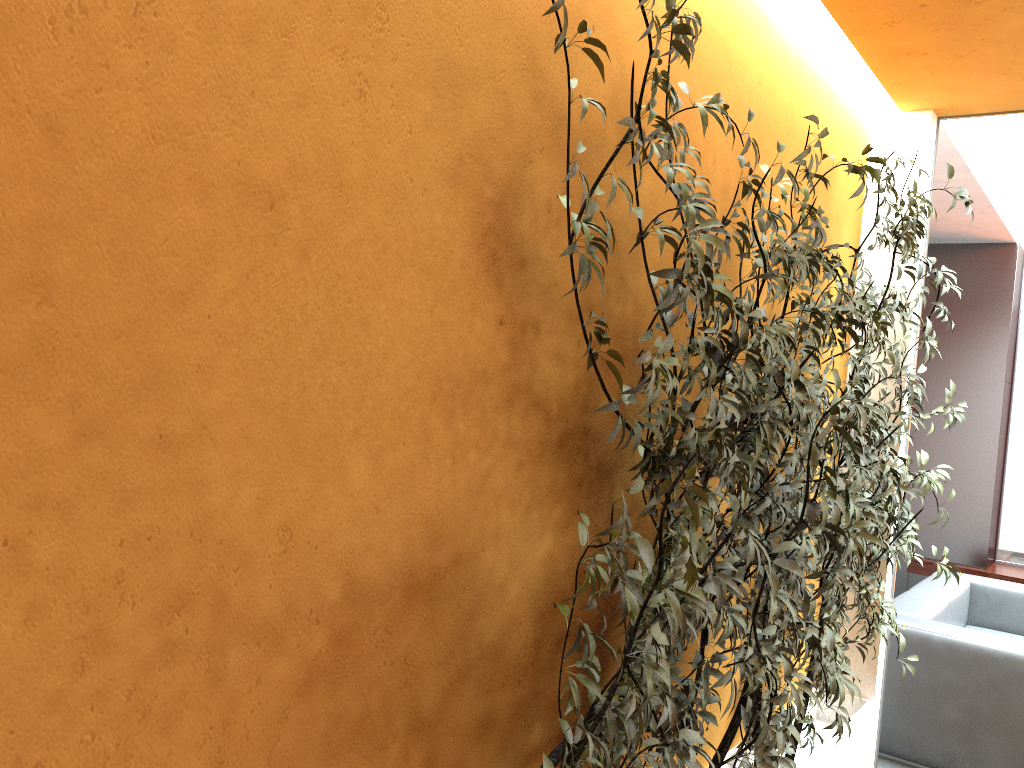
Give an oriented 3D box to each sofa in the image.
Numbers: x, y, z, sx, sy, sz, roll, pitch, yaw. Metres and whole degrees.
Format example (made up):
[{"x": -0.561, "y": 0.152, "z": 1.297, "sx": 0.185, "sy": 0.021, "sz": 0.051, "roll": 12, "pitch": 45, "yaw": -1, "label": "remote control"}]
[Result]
[{"x": 2.641, "y": 1.540, "z": 4.910, "sx": 0.943, "sy": 0.652, "sz": 2.025, "roll": 6, "pitch": 0, "yaw": 35, "label": "sofa"}]

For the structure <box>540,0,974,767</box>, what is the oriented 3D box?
[{"x": 0.850, "y": 0.203, "z": 2.621, "sx": 0.622, "sy": 2.483, "sz": 3.166, "roll": 6, "pitch": 0, "yaw": 34, "label": "structure"}]

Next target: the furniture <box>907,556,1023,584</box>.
[{"x": 5.589, "y": 1.624, "z": 5.196, "sx": 6.000, "sy": 0.109, "sz": 0.600, "roll": 6, "pitch": 0, "yaw": 35, "label": "furniture"}]
